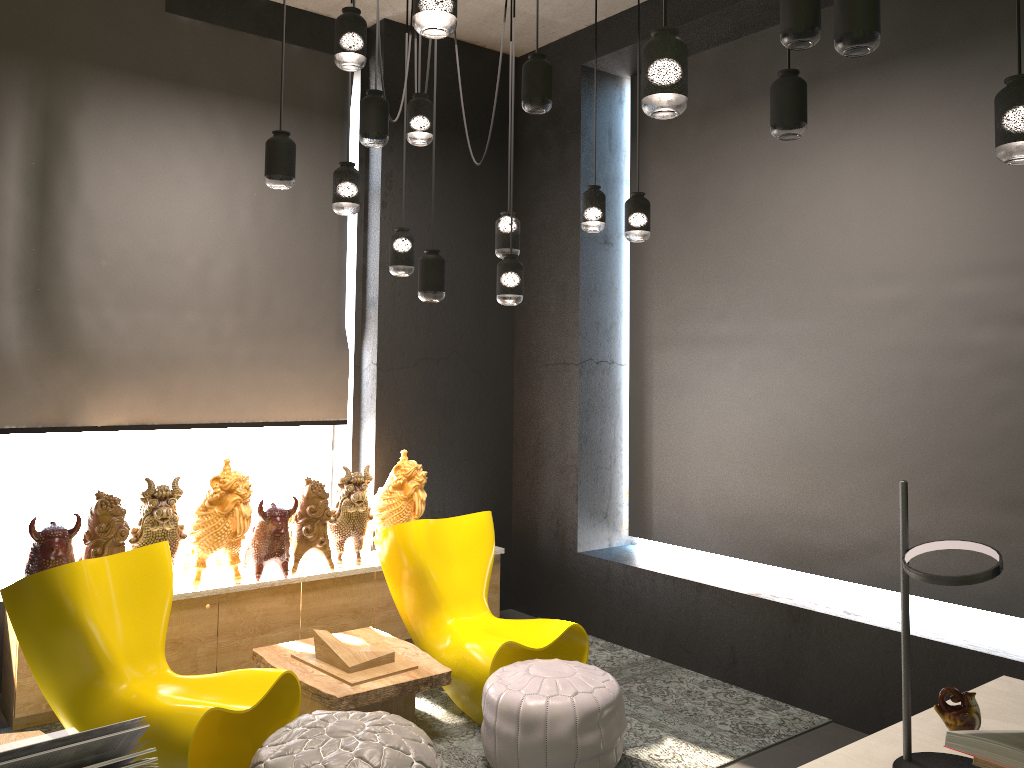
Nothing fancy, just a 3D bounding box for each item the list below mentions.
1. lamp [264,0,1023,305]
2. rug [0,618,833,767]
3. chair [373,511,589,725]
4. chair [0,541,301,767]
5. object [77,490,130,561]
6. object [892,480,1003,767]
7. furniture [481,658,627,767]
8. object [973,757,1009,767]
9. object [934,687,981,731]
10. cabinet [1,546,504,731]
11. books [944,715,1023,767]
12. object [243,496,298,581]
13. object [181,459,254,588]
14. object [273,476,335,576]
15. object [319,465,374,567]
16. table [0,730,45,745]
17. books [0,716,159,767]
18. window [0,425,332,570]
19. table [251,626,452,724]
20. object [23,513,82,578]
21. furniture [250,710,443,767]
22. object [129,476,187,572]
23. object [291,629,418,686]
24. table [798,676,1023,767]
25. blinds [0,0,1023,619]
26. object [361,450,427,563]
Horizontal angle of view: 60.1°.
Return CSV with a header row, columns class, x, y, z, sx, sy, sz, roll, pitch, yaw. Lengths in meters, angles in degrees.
class,x,y,z,sx,sy,sz,roll,pitch,yaw
lamp,0.366,-1.490,3.251,2.844,2.281,2.669,1,-1,6
rug,-0.400,1.587,4.102,3.591,0.010,2.187,0,1,-38
chair,-0.223,1.141,4.534,0.657,0.900,1.068,3,-2,-43
chair,-1.487,1.136,3.558,1.069,0.900,0.656,0,-2,22
object,-2.019,0.776,4.366,0.249,0.547,0.474,2,-2,-30
object,0.913,0.514,1.831,0.239,0.604,0.239,1,-3,-12
furniture,0.175,1.414,3.737,0.614,0.421,0.609,1,-1,-44
object,1.137,0.735,1.622,0.428,0.174,0.374,1,0,-38
object,1.031,0.754,2.037,0.087,0.102,0.077,1,-2,-14
cabinet,-1.250,1.305,4.936,2.726,0.532,0.404,0,-1,-38
books,1.133,0.724,1.639,0.394,0.169,0.485,1,0,-41
object,-1.340,0.819,4.833,0.219,0.442,0.462,2,-2,-33
object,-1.567,0.715,4.668,0.307,0.657,0.468,3,-3,-33
object,-1.175,0.779,5.024,0.249,0.547,0.474,2,-2,-30
object,-0.984,0.753,5.137,0.429,0.581,0.271,-1,-3,45
table,-1.184,1.290,2.246,0.495,0.621,0.732,2,-2,-37
books,-1.174,0.945,2.191,0.481,0.233,0.400,1,0,39
window,-2.110,-0.578,5.319,2.305,3.180,0.051,2,-4,-38
table,-0.743,1.433,4.110,0.693,0.310,0.828,1,0,-38
object,-2.184,0.815,4.175,0.219,0.442,0.462,2,-2,-33
furniture,-0.588,1.402,3.137,0.678,0.384,0.678,1,-1,-38
object,-1.827,0.750,4.479,0.429,0.581,0.271,-1,-3,45
object,-0.727,1.211,4.063,0.350,0.137,0.519,1,0,-43
table,1.879,0.896,1.021,0.985,0.120,2.901,0,1,-38
blinds,-3.704,-0.668,3.120,12.705,3.323,3.515,1,-1,-18
object,-0.724,0.719,5.326,0.307,0.657,0.468,3,-3,-33
